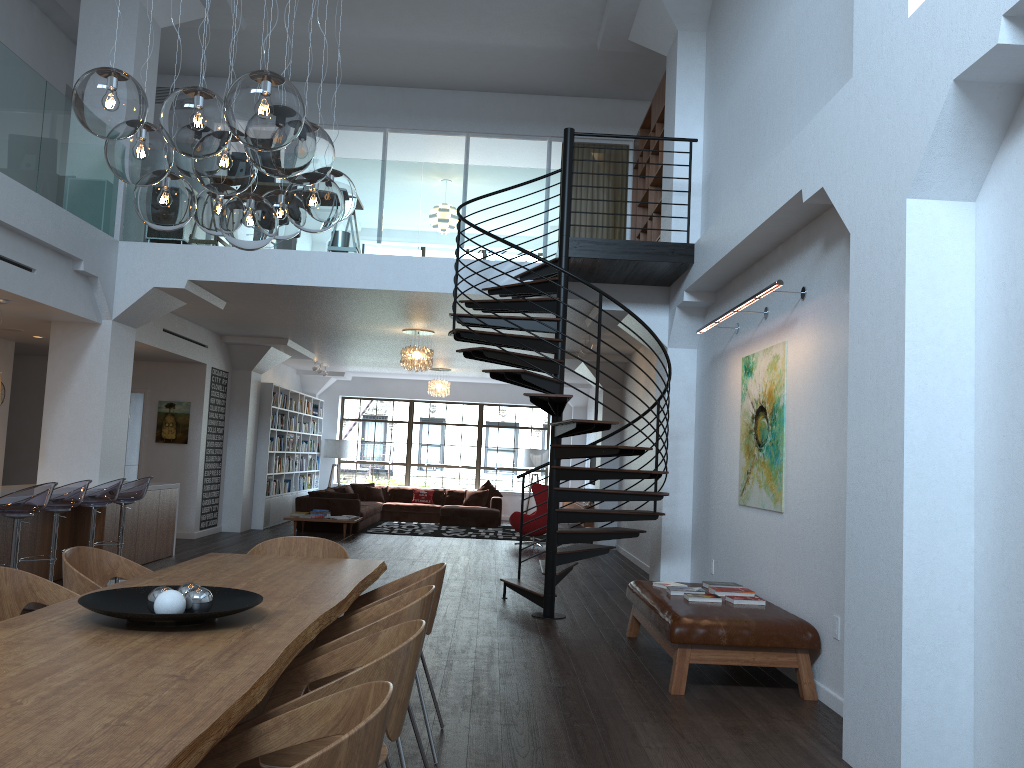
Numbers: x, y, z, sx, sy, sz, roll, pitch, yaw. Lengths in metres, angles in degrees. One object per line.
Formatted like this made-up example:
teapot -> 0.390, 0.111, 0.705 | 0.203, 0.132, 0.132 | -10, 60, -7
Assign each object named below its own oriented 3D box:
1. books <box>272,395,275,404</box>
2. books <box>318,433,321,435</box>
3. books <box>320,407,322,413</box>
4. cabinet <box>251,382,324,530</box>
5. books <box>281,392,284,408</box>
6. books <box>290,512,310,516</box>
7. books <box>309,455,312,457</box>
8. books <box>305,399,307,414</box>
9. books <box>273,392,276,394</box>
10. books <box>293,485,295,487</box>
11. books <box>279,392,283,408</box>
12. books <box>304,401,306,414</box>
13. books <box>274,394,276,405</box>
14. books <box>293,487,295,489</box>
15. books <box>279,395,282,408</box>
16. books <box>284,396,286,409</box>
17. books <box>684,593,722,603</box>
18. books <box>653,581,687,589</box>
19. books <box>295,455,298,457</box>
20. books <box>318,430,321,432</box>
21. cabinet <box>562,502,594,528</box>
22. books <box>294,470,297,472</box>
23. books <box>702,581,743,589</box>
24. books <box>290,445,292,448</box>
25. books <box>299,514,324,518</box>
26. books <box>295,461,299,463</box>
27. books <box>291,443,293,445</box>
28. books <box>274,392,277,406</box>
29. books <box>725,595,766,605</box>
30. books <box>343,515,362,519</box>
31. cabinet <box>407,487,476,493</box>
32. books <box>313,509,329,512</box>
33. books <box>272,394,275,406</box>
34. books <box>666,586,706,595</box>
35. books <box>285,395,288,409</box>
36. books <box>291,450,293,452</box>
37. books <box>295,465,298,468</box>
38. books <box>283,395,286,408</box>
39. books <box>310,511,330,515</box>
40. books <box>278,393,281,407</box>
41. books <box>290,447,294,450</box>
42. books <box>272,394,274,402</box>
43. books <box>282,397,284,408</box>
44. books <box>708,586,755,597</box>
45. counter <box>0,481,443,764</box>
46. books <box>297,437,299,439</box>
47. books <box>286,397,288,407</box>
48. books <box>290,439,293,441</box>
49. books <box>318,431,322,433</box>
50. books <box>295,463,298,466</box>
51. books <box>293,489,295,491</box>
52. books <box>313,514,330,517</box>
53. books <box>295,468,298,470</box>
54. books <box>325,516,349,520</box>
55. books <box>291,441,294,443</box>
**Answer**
books -> -4.096, 0.268, 14.901 | 0.167, 0.210, 0.162 | 3, -5, -1
books -> -4.237, 1.059, 18.906 | 0.284, 0.035, 0.197 | 0, -6, 29
books -> -4.180, 0.610, 19.131 | 0.140, 0.231, 0.042 | 3, -5, -1
cabinet -> -4.301, 1.359, 16.854 | 0.461, 2.414, 4.500 | 3, -5, -1
books -> -4.111, 0.280, 15.521 | 0.197, 0.290, 0.136 | 3, -5, -1
books -> -3.432, 2.108, 14.379 | 0.241, 0.045, 0.334 | 3, -5, 0
books -> -4.221, 1.464, 18.065 | 0.224, 0.030, 0.161 | 2, -5, 9
books -> -4.158, 0.447, 17.538 | 0.176, 0.290, 0.053 | 3, -5, -1
books -> -4.096, 0.258, 15.032 | 0.159, 0.248, 0.089 | 3, -5, -1
books -> -4.281, 1.942, 16.863 | 0.254, 0.032, 0.174 | 2, -5, 4
books -> -4.105, 0.274, 15.459 | 0.176, 0.293, 0.125 | 3, -5, -1
books -> -4.154, 0.462, 17.454 | 0.171, 0.246, 0.057 | 3, -5, -1
books -> -4.087, 0.269, 15.000 | 0.161, 0.222, 0.084 | 3, -5, -1
books -> -4.278, 1.975, 16.857 | 0.284, 0.033, 0.197 | 4, -5, -16
books -> -4.099, 0.291, 15.370 | 0.174, 0.242, 0.105 | 3, -5, -1
books -> -4.104, 0.320, 15.710 | 0.174, 0.243, 0.085 | 3, -5, -1
books -> 1.292, 1.448, 6.008 | 0.224, 0.032, 0.161 | 3, -5, -1
books -> 1.171, 1.495, 6.588 | 0.161, 0.031, 0.223 | 5, -5, -23
books -> -4.194, 1.369, 16.938 | 0.185, 0.041, 0.129 | 2, -5, 13
books -> -4.231, 0.992, 18.907 | 0.254, 0.032, 0.174 | -1, -6, 34
cabinet -> 1.367, 2.389, 16.900 | 0.459, 0.350, 4.501 | 3, -5, -1
books -> -4.228, 1.646, 16.916 | 0.246, 0.038, 0.171 | 3, -5, -1
books -> 1.576, 1.513, 6.636 | 0.254, 0.044, 0.183 | 3, -5, -6
books -> -4.204, 1.156, 16.500 | 0.180, 0.042, 0.259 | 3, -5, -1
books -> -3.178, 2.096, 14.042 | 0.236, 0.035, 0.340 | 1, -5, 24
books -> -4.217, 1.488, 16.934 | 0.253, 0.040, 0.183 | 3, -5, -1
books -> -4.188, 1.114, 16.518 | 0.168, 0.045, 0.231 | 3, -5, -6
books -> -4.095, 0.260, 15.075 | 0.170, 0.251, 0.118 | 3, -5, -1
books -> 1.575, 1.460, 5.987 | 0.224, 0.036, 0.161 | 3, -5, -7
books -> -2.630, 2.151, 14.386 | 0.256, 0.035, 0.350 | 1, -5, 24
cabinet -> -1.560, 2.587, 19.219 | 1.520, 0.625, 0.350 | 3, -5, -1
books -> -3.114, 2.066, 14.452 | 0.224, 0.027, 0.157 | 2, -5, 4
books -> -4.089, 0.268, 14.966 | 0.161, 0.218, 0.101 | 3, -5, -1
books -> 1.229, 1.465, 6.271 | 0.247, 0.040, 0.185 | 3, -5, 2
books -> -4.107, 0.322, 15.812 | 0.182, 0.255, 0.077 | 3, -5, -1
books -> -4.180, 1.237, 16.500 | 0.171, 0.039, 0.246 | 3, -5, -1
books -> -4.232, 1.572, 16.949 | 0.259, 0.040, 0.180 | 3, -5, -1
books -> -4.098, 0.309, 15.624 | 0.182, 0.253, 0.098 | 3, -5, -1
books -> -3.120, 2.097, 14.451 | 0.279, 0.035, 0.191 | 2, -5, 9
books -> -4.101, 0.283, 15.317 | 0.170, 0.251, 0.118 | 3, -5, -1
books -> -4.181, 1.198, 16.502 | 0.160, 0.039, 0.251 | 2, -5, 4
books -> -4.085, 0.257, 14.811 | 0.182, 0.215, 0.188 | 3, -5, -1
books -> -4.100, 0.308, 15.590 | 0.159, 0.248, 0.089 | 3, -5, -1
books -> 1.565, 1.483, 6.318 | 0.283, 0.043, 0.197 | 3, -5, -2
counter -> -3.477, 1.327, 6.782 | 3.039, 0.860, 8.182 | 6, -6, -30
books -> -4.176, 1.022, 16.870 | 0.223, 0.031, 0.161 | 3, -5, -1
books -> -4.118, 0.338, 15.880 | 0.167, 0.233, 0.077 | 3, -5, -1
books -> -4.183, 1.037, 16.527 | 0.161, 0.033, 0.223 | 3, -5, -1
books -> -4.235, 1.025, 18.909 | 0.284, 0.033, 0.197 | 2, -5, 14
books -> -4.215, 1.529, 16.939 | 0.231, 0.044, 0.168 | 3, -5, -6
books -> -4.280, 2.009, 16.854 | 0.284, 0.035, 0.197 | 3, -5, -1
books -> -3.117, 2.132, 14.444 | 0.312, 0.037, 0.216 | 4, -5, -11
books -> -4.229, 1.609, 16.921 | 0.251, 0.037, 0.160 | 2, -5, 4
books -> -2.776, 2.114, 14.040 | 0.342, 0.040, 0.231 | -1, -6, 39
books -> -4.178, 1.072, 16.518 | 0.183, 0.042, 0.253 | 3, -5, -1
